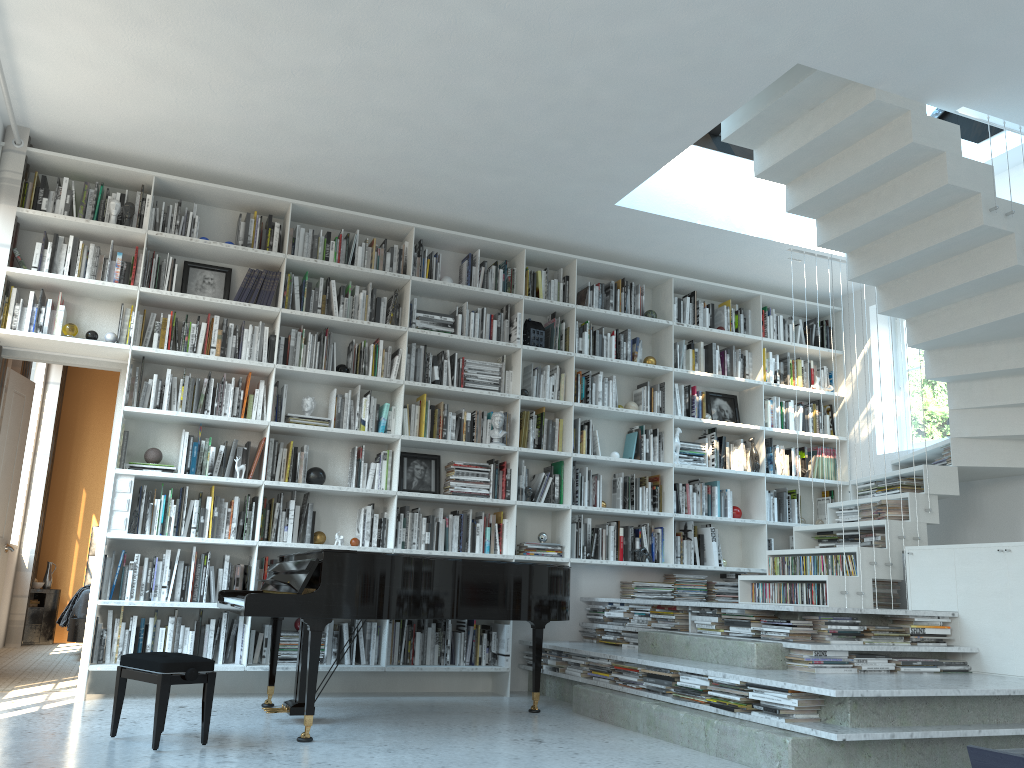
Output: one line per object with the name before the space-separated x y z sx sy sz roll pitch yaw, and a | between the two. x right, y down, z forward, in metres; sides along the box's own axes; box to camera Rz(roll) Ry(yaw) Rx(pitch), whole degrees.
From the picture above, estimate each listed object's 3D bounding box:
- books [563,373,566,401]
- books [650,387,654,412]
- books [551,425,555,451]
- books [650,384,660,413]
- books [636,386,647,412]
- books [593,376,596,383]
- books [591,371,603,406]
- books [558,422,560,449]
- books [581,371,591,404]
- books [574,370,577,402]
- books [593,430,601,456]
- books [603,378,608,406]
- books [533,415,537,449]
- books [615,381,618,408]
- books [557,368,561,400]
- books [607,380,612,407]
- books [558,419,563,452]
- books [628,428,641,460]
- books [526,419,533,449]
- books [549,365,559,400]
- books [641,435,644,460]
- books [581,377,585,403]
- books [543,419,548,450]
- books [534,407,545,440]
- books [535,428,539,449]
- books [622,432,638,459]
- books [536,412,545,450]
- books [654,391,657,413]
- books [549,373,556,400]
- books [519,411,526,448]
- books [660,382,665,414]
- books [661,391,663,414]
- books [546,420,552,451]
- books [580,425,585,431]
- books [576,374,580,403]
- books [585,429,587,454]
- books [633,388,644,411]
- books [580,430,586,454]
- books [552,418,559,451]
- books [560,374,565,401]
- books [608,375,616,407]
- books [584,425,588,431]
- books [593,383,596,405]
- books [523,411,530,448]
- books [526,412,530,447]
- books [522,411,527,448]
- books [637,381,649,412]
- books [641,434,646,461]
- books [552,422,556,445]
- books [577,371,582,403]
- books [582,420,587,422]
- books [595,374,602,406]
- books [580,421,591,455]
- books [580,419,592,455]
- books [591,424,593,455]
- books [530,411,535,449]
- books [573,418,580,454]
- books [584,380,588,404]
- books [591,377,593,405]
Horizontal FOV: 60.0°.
books | 0.346 0.054 6.560 0.026 0.237 0.173 7 -14 -22
books | 1.044 0.153 6.850 0.016 0.227 0.160 7 -14 -22
books | 0.255 0.415 6.432 0.034 0.204 0.181 7 -14 -22
books | 1.089 0.141 6.854 0.016 0.256 0.176 7 -14 -22
books | 0.992 0.144 6.829 0.012 0.231 0.154 7 -14 -22
books | 0.590 0.078 6.669 0.011 0.256 0.131 7 -14 -22
books | 0.636 0.066 6.693 0.027 0.294 0.159 7 -14 -22
books | 0.307 0.408 6.488 0.019 0.247 0.149 7 -14 -22
books | 0.544 0.056 6.630 0.014 0.279 0.177 7 -14 -22
books | 0.440 0.049 6.615 0.014 0.278 0.154 7 -14 -22
books | 0.601 0.458 6.569 0.051 0.209 0.177 7 -14 -22
books | 0.665 0.091 6.683 0.025 0.244 0.183 7 -14 -22
books | 0.130 0.370 6.422 0.035 0.277 0.139 7 -14 -22
books | 0.758 0.104 6.740 0.034 0.253 0.161 7 -14 -22
books | 0.313 0.030 6.552 0.025 0.276 0.173 7 -14 -22
books | 0.706 0.104 6.705 0.021 0.231 0.183 7 -14 -22
books | 0.326 0.399 6.496 0.033 0.268 0.142 7 -14 -22
books | 0.929 0.479 6.725 0.021 0.263 0.174 7 -14 -22
books | 0.103 0.384 6.386 0.015 0.231 0.180 7 -14 -22
books | 0.298 0.021 6.549 0.028 0.293 0.154 7 -14 -22
books | 0.950 0.506 6.721 0.006 0.209 0.188 7 -14 -22
books | 0.500 0.076 6.627 0.013 0.235 0.158 7 -14 -22
books | 0.205 0.388 6.435 0.033 0.252 0.175 7 -14 -22
books | 0.191 0.344 6.434 0.021 0.337 0.169 7 -14 -22
books | 0.150 0.421 6.424 0.030 0.180 0.132 7 -14 -22
books | 0.891 0.488 6.715 0.056 0.240 0.154 7 -14 -22
books | 0.186 0.361 6.408 0.019 0.292 0.182 7 -14 -22
books | 1.071 0.168 6.852 0.013 0.201 0.173 7 -14 -22
books | 0.282 0.047 6.535 0.024 0.233 0.150 7 -14 -22
books | 0.052 0.347 6.369 0.035 0.292 0.145 7 -14 -22
books | 1.134 0.136 6.871 0.005 0.277 0.183 7 -14 -22
books | 1.122 0.171 6.866 0.012 0.205 0.169 7 -14 -22
books | 0.236 0.392 6.420 0.027 0.241 0.189 7 -14 -22
books | 0.491 0.431 6.548 0.008 0.242 0.169 7 -14 -22
books | 0.459 0.062 6.602 0.014 0.247 0.177 7 -14 -22
books | 0.513 0.447 6.545 0.007 0.211 0.158 7 -14 -22
books | 0.973 0.149 6.826 0.015 0.220 0.140 7 -14 -22
books | 0.489 0.449 6.514 0.017 0.191 0.191 7 -14 -22
books | 0.296 0.393 6.470 0.032 0.266 0.143 7 -14 -22
books | 0.334 0.052 6.538 0.028 0.229 0.177 7 -14 -22
books | 0.732 0.085 6.707 0.024 0.271 0.170 7 -14 -22
books | 0.520 0.436 6.564 0.017 0.242 0.133 7 -14 -22
books | 0.575 0.106 6.650 0.025 0.193 0.171 7 -14 -22
books | 0.077 0.349 6.375 0.035 0.292 0.145 7 -14 -22
books | 0.083 0.354 6.393 0.035 0.292 0.145 7 -14 -22
books | 0.059 0.350 6.384 0.035 0.292 0.145 7 -14 -22
books | 1.010 0.126 6.827 0.015 0.267 0.164 7 -14 -22
books | 0.959 0.503 6.726 0.013 0.218 0.187 7 -14 -22
books | 0.271 0.405 6.463 0.028 0.239 0.145 7 -14 -22
books | 0.481 0.055 6.645 0.014 0.283 0.135 7 -14 -22
books | 0.542 0.420 6.619 0.011 0.299 0.089 7 -14 -22
books | 0.619 0.073 6.655 0.030 0.262 0.182 7 -14 -22
books | 0.535 0.422 6.563 0.006 0.269 0.178 7 -14 -22
books | 0.547 0.417 6.576 0.013 0.286 0.159 7 -14 -22
books | 0.563 0.437 6.587 0.007 0.253 0.161 7 -14 -22
books | 0.121 0.355 6.396 0.019 0.293 0.164 7 -14 -22
books | 0.450 0.402 6.509 0.013 0.278 0.192 7 -14 -22
books | 0.517 0.088 6.633 0.026 0.215 0.161 7 -14 -22
books | 0.558 0.080 6.638 0.022 0.237 0.164 7 -14 -22
